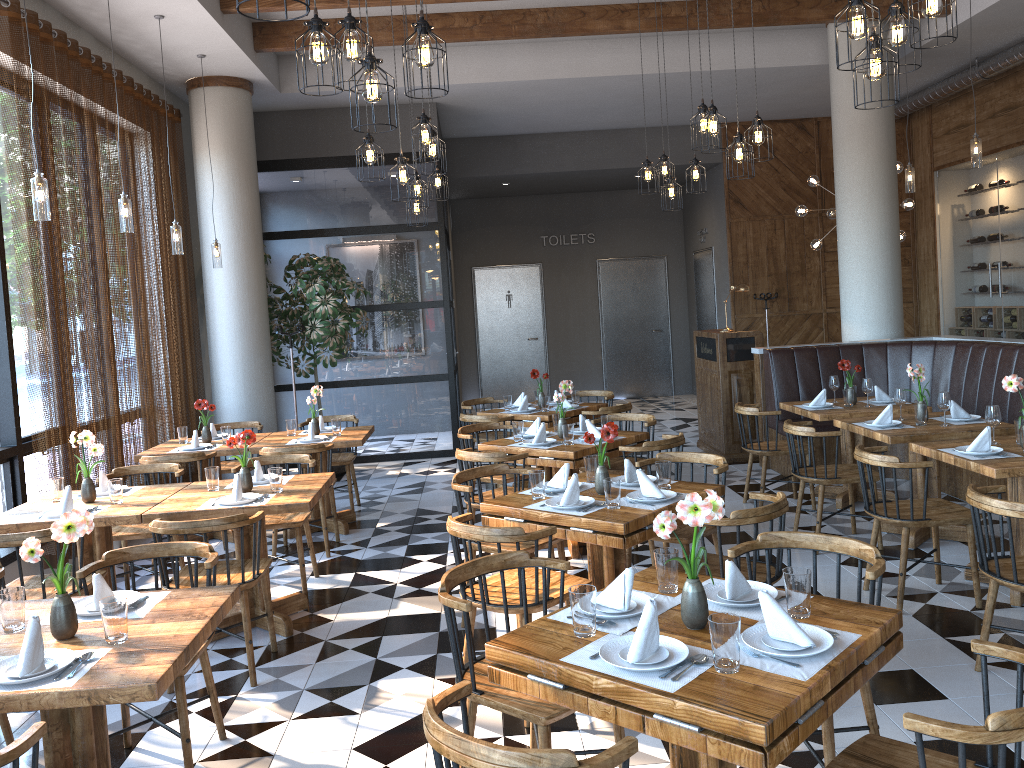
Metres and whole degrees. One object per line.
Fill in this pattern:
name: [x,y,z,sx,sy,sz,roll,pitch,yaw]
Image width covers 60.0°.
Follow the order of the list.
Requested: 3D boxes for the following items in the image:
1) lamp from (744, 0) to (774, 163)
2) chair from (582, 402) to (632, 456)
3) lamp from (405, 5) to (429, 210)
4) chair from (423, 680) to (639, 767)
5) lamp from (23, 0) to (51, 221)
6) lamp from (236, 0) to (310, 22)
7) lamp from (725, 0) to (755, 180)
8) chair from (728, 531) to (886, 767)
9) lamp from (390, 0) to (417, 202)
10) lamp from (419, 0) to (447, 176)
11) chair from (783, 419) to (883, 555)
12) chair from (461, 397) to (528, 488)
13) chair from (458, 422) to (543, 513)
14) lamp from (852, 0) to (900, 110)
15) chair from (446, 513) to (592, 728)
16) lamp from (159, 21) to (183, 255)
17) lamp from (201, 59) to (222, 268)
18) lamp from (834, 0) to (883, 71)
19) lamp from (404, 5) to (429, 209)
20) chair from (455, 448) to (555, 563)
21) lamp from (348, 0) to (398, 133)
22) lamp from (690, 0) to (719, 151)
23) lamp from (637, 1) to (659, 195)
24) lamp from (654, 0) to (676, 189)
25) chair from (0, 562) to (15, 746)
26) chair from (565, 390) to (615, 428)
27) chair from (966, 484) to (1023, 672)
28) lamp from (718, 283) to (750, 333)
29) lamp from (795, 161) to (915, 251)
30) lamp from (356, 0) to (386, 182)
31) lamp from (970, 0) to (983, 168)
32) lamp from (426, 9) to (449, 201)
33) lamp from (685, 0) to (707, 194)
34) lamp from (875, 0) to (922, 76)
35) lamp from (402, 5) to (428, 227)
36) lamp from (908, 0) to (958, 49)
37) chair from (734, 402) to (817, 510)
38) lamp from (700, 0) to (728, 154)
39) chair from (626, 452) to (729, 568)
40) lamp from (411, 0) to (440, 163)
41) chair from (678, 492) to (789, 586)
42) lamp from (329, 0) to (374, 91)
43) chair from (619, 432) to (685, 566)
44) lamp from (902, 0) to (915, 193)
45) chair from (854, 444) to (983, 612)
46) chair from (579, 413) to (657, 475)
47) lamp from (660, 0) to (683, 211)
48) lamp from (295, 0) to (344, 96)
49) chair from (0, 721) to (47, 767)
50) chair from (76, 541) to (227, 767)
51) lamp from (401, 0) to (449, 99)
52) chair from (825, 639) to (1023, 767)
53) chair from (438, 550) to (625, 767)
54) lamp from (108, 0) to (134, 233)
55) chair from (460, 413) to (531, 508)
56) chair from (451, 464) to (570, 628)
lamp: [1.637,-2.568,6.047,0.175,2.067,0.175,-2,3,38]
chair: [0.771,0.577,7.626,0.549,0.815,0.521,-1,5,43]
lamp: [-0.905,-2.620,7.997,0.175,2.067,0.175,-4,3,-1]
chair: [0.106,1.112,2.049,0.519,0.815,0.551,-1,5,43]
lamp: [-2.549,-1.844,4.649,0.078,1.960,0.078,-3,3,5]
lamp: [-0.649,-1.943,2.119,0.175,2.067,0.175,-4,3,-16]
lamp: [1.474,-2.414,5.913,0.175,2.067,0.175,-5,3,-19]
chair: [0.975,0.972,2.996,0.519,0.815,0.551,-1,5,43]
lamp: [-0.792,-2.271,5.936,0.175,2.067,0.175,-4,3,-8]
lamp: [-0.597,-2.463,5.989,0.175,2.067,0.175,-5,3,-19]
chair: [2.096,0.650,5.831,0.550,0.815,0.520,-4,3,-2]
chair: [-0.177,0.560,8.499,0.549,0.815,0.521,-1,5,43]
chair: [-0.094,0.722,6.611,0.549,0.815,0.521,-1,5,43]
lamp: [1.498,-2.225,3.751,0.175,2.067,0.175,-5,3,-32]
chair: [0.027,0.958,3.845,0.519,0.815,0.551,-1,5,43]
lamp: [-2.640,-1.977,6.792,0.078,1.960,0.078,-4,3,-16]
lamp: [-2.682,-2.008,7.844,0.078,1.960,0.078,-2,3,30]
lamp: [1.353,-2.331,3.571,0.175,2.067,0.175,-2,3,25]
lamp: [-0.869,-2.541,7.566,0.175,2.067,0.175,-5,3,-23]
chair: [-0.055,0.799,5.701,0.519,0.815,0.551,-1,5,43]
lamp: [-0.627,-2.074,3.581,0.175,2.067,0.175,-3,3,17]
lamp: [1.254,-2.640,6.010,0.175,2.067,0.175,-5,3,-19]
lamp: [1.171,-2.750,7.954,0.175,2.067,0.175,-2,3,30]
lamp: [1.341,-2.827,8.066,0.175,2.067,0.175,-1,4,41]
chair: [-2.242,1.143,3.400,0.519,0.815,0.551,-4,3,-2]
chair: [0.722,0.498,8.557,0.519,0.815,0.551,-1,5,43]
chair: [2.192,0.838,3.631,0.550,0.815,0.520,-4,3,-2]
lamp: [2.274,-0.644,9.062,0.446,0.755,0.170,-5,3,-27]
lamp: [4.069,-2.473,10.555,1.164,2.188,1.186,-6,4,-41]
lamp: [-0.996,-2.380,5.826,0.175,2.067,0.175,-6,3,-41]
lamp: [3.547,-2.658,6.832,0.078,1.960,0.078,-4,3,-16]
lamp: [-0.721,-2.681,7.905,0.175,2.067,0.175,-3,3,10]
lamp: [1.562,-2.714,7.760,0.175,2.067,0.175,-3,3,8]
lamp: [1.650,-2.421,3.882,0.175,2.067,0.175,-6,4,-43]
lamp: [-0.899,-2.428,7.790,0.175,2.067,0.175,-3,3,10]
lamp: [1.706,-2.463,3.680,0.175,2.067,0.175,-5,3,-32]
chair: [2.048,0.556,6.931,0.550,0.815,0.520,-4,3,-2]
lamp: [1.273,-2.566,5.805,0.175,2.067,0.175,-5,3,-30]
chair: [0.896,0.819,4.792,0.519,0.815,0.551,-1,5,43]
lamp: [-0.627,-2.499,5.780,0.175,2.067,0.175,-4,3,-8]
chair: [0.936,0.897,3.882,0.549,0.815,0.521,-1,5,43]
lamp: [-0.746,-2.315,3.778,0.175,2.067,0.175,-3,3,17]
chair: [0.854,0.738,5.739,0.549,0.815,0.521,-1,5,43]
lamp: [3.505,-2.689,7.884,0.078,1.960,0.078,-2,3,30]
chair: [2.144,0.744,4.731,0.550,0.815,0.520,-4,3,-2]
chair: [0.814,0.660,6.648,0.519,0.815,0.551,-1,5,43]
lamp: [1.364,-2.578,7.846,0.175,2.067,0.175,-1,4,41]
lamp: [-0.851,-2.236,3.603,0.175,2.067,0.175,-3,3,6]
chair: [-1.344,1.197,2.131,0.519,0.815,0.551,-4,3,-2]
chair: [-1.401,1.086,3.434,0.519,0.815,0.551,-4,3,-2]
lamp: [-0.415,-2.219,3.588,0.175,2.067,0.175,-4,3,-17]
chair: [1.014,1.050,2.086,0.549,0.815,0.521,-1,5,43]
chair: [0.066,1.034,2.959,0.549,0.815,0.521,-1,5,43]
lamp: [-2.602,-1.977,5.802,0.078,1.960,0.078,-4,3,-12]
chair: [-0.138,0.638,7.589,0.519,0.815,0.551,-1,5,43]
chair: [-0.013,0.880,4.755,0.549,0.815,0.521,-1,5,43]
